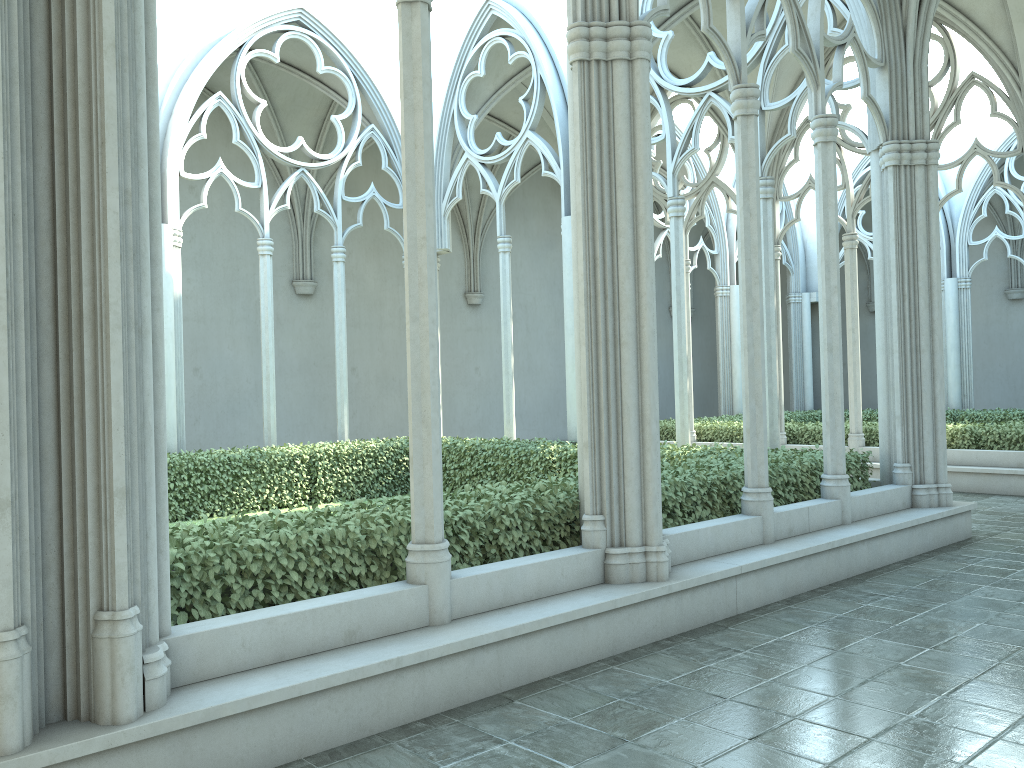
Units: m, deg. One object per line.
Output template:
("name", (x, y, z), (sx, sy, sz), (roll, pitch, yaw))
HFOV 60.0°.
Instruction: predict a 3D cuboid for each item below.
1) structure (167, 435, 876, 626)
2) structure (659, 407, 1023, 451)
("structure", (-1.785, 1.252, 9.516), (8.018, 0.963, 7.995), (-1, -1, -42))
("structure", (7.896, 1.069, 18.286), (8.018, 0.963, 7.995), (-1, -1, -42))
